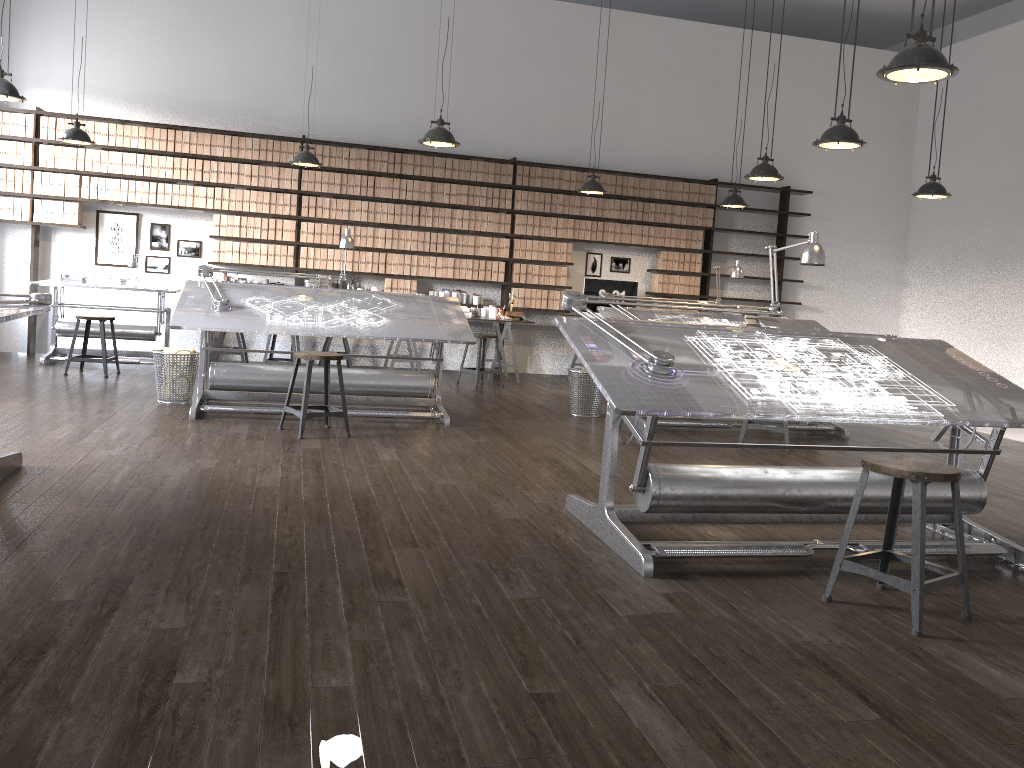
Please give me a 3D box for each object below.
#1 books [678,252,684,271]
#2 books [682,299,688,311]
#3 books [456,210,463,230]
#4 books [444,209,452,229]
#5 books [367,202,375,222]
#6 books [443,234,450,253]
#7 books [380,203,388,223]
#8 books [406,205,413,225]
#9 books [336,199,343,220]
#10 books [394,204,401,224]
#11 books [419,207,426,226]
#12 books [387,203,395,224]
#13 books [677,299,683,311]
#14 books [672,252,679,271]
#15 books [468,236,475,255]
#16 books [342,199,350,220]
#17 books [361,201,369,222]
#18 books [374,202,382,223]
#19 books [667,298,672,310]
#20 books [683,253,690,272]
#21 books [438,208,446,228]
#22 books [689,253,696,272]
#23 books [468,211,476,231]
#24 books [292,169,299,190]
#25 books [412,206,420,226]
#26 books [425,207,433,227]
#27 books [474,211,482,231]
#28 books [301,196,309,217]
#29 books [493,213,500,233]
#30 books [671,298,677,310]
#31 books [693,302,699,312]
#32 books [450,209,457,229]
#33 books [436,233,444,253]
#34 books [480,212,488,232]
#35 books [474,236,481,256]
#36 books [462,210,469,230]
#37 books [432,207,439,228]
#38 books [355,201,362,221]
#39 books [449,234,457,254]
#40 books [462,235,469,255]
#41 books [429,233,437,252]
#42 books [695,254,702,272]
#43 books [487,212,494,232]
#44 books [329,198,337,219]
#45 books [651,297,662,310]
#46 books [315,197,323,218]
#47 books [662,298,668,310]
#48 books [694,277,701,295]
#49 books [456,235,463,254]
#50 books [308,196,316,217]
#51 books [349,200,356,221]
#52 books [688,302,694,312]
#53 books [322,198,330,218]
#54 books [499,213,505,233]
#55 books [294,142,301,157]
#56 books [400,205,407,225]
[{"bbox_3d":[1.989,-1.459,10.598,0.066,0.225,0.175,3,5,-14],"label":"books"},{"bbox_3d":[2.047,-0.907,10.653,0.066,0.225,0.175,3,5,-14],"label":"books"},{"bbox_3d":[-0.603,-1.835,9.928,0.066,0.225,0.175,3,5,-14],"label":"books"},{"bbox_3d":[-0.728,-1.840,9.894,0.067,0.225,0.175,3,5,-14],"label":"books"},{"bbox_3d":[-1.545,-1.874,9.695,0.066,0.225,0.175,3,5,-14],"label":"books"},{"bbox_3d":[-0.744,-1.565,9.918,0.066,0.225,0.175,3,5,-14],"label":"books"},{"bbox_3d":[-1.410,-1.868,9.727,0.066,0.225,0.175,3,5,-14],"label":"books"},{"bbox_3d":[-1.145,-1.858,9.796,0.066,0.225,0.175,3,5,-14],"label":"books"},{"bbox_3d":[-1.875,-1.888,9.614,0.066,0.225,0.175,3,5,-14],"label":"books"},{"bbox_3d":[-1.269,-1.862,9.759,0.067,0.225,0.175,3,5,-14],"label":"books"},{"bbox_3d":[-1.001,-1.852,9.832,0.066,0.225,0.175,3,5,-14],"label":"books"},{"bbox_3d":[-1.339,-1.865,9.741,0.066,0.225,0.175,3,5,-14],"label":"books"},{"bbox_3d":[1.980,-0.909,10.632,0.067,0.225,0.175,3,5,-14],"label":"books"},{"bbox_3d":[1.921,-1.461,10.576,0.066,0.225,0.175,3,5,-14],"label":"books"},{"bbox_3d":[-0.470,-1.553,9.979,0.067,0.225,0.175,3,5,-14],"label":"books"},{"bbox_3d":[-1.808,-1.884,9.625,0.067,0.225,0.175,3,5,-14],"label":"books"},{"bbox_3d":[-1.613,-1.876,9.675,0.067,0.225,0.175,3,5,-14],"label":"books"},{"bbox_3d":[-1.478,-1.871,9.714,0.066,0.225,0.175,3,5,-14],"label":"books"},{"bbox_3d":[1.854,-0.915,10.604,0.066,0.225,0.175,3,5,-14],"label":"books"},{"bbox_3d":[2.063,-1.455,10.610,0.067,0.225,0.175,3,5,-14],"label":"books"},{"bbox_3d":[-0.795,-1.843,9.883,0.066,0.225,0.175,3,5,-14],"label":"books"},{"bbox_3d":[2.134,-1.453,10.634,0.066,0.225,0.175,3,5,-14],"label":"books"},{"bbox_3d":[-0.465,-1.829,9.964,0.066,0.225,0.175,3,5,-14],"label":"books"},{"bbox_3d":[-2.318,-2.179,9.478,0.067,0.225,0.175,3,5,-14],"label":"books"},{"bbox_3d":[-1.072,-1.854,9.809,0.067,0.225,0.175,3,5,-14],"label":"books"},{"bbox_3d":[-0.931,-1.848,9.845,0.066,0.225,0.175,3,5,-14],"label":"books"},{"bbox_3d":[-0.398,-1.827,9.983,0.066,0.225,0.175,3,5,-14],"label":"books"},{"bbox_3d":[-2.226,-1.902,9.527,0.066,0.225,0.175,3,5,-14],"label":"books"},{"bbox_3d":[-0.194,-1.818,10.026,0.067,0.225,0.175,3,5,-14],"label":"books"},{"bbox_3d":[1.915,-0.912,10.618,0.066,0.225,0.175,3,5,-14],"label":"books"},{"bbox_3d":[2.179,-0.901,10.681,0.067,0.225,0.175,3,5,-14],"label":"books"},{"bbox_3d":[-0.664,-1.838,9.914,0.066,0.225,0.175,3,5,-14],"label":"books"},{"bbox_3d":[-0.815,-1.567,9.894,0.067,0.225,0.175,3,5,-14],"label":"books"},{"bbox_3d":[-0.329,-1.824,9.996,0.066,0.225,0.175,3,5,-14],"label":"books"},{"bbox_3d":[-0.407,-1.551,10.000,0.066,0.225,0.175,3,5,-14],"label":"books"},{"bbox_3d":[-0.532,-1.832,9.944,0.067,0.225,0.175,3,5,-14],"label":"books"},{"bbox_3d":[-0.863,-1.846,9.866,0.066,0.225,0.175,3,5,-14],"label":"books"},{"bbox_3d":[-1.683,-1.879,9.659,0.066,0.225,0.175,3,5,-14],"label":"books"},{"bbox_3d":[-0.673,-1.562,9.930,0.066,0.225,0.175,3,5,-14],"label":"books"},{"bbox_3d":[-0.537,-1.557,9.968,0.066,0.225,0.175,3,5,-14],"label":"books"},{"bbox_3d":[-0.888,-1.571,9.882,0.066,0.225,0.175,3,5,-14],"label":"books"},{"bbox_3d":[2.208,-1.450,10.650,0.066,0.225,0.175,3,5,-14],"label":"books"},{"bbox_3d":[-0.258,-1.820,10.010,0.066,0.225,0.175,3,5,-14],"label":"books"},{"bbox_3d":[-1.944,-1.890,9.597,0.066,0.225,0.175,3,5,-14],"label":"books"},{"bbox_3d":[1.724,-0.920,10.573,0.066,0.225,0.175,3,5,-14],"label":"books"},{"bbox_3d":[-2.081,-1.896,9.563,0.066,0.225,0.175,3,5,-14],"label":"books"},{"bbox_3d":[1.791,-0.917,10.584,0.067,0.225,0.175,3,5,-14],"label":"books"},{"bbox_3d":[2.195,-1.177,10.669,0.066,0.225,0.175,3,5,-14],"label":"books"},{"bbox_3d":[-0.606,-1.559,9.951,0.066,0.225,0.175,3,5,-14],"label":"books"},{"bbox_3d":[-2.153,-1.898,9.540,0.067,0.225,0.175,3,5,-14],"label":"books"},{"bbox_3d":[-1.745,-1.882,9.645,0.066,0.225,0.175,3,5,-14],"label":"books"},{"bbox_3d":[2.115,-0.904,10.672,0.066,0.225,0.175,3,5,-14],"label":"books"},{"bbox_3d":[-2.011,-1.893,9.576,0.066,0.225,0.175,3,5,-14],"label":"books"},{"bbox_3d":[-0.134,-1.816,10.046,0.066,0.225,0.175,3,5,-14],"label":"books"},{"bbox_3d":[-2.292,-2.454,9.462,0.066,0.225,0.175,3,5,-14],"label":"books"},{"bbox_3d":[-1.208,-1.860,9.778,0.066,0.225,0.175,3,5,-14],"label":"books"}]
